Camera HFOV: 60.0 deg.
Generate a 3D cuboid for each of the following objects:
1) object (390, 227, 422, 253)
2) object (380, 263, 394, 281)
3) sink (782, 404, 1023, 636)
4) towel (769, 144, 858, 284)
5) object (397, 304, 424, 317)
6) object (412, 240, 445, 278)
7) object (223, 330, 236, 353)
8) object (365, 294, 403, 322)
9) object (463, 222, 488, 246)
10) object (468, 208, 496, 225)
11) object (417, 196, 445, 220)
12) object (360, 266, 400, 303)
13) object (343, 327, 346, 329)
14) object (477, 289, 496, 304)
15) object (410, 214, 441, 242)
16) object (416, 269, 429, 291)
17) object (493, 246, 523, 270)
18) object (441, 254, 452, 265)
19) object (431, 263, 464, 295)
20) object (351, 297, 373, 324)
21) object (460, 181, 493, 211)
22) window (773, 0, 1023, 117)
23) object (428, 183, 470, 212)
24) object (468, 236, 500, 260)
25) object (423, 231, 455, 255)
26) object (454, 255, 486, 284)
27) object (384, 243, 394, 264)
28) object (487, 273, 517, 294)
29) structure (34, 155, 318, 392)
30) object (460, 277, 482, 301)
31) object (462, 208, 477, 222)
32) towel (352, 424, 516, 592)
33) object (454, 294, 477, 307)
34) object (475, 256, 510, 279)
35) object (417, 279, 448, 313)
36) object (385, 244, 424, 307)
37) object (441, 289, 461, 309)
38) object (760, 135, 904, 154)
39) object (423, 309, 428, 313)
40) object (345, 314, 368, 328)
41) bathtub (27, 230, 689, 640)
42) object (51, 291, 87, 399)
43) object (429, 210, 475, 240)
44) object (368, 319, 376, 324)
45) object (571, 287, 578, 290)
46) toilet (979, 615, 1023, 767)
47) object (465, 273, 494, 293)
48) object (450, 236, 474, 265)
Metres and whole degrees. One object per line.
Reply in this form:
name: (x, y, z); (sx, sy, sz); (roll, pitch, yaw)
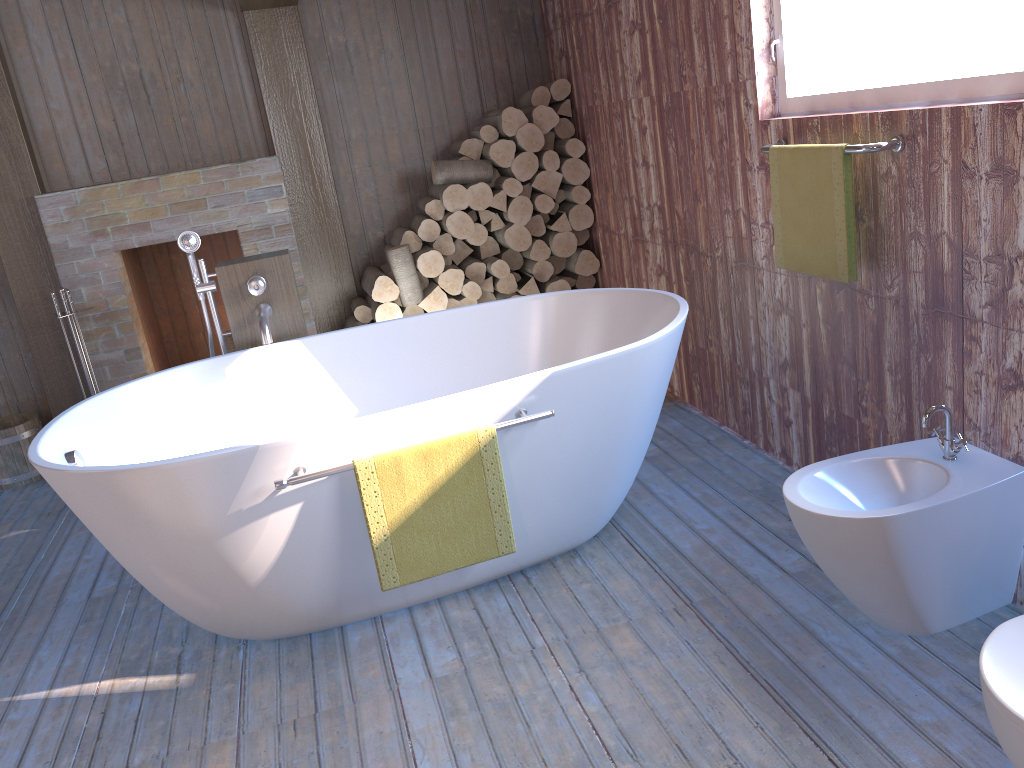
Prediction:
object: (-0.550, -0.745, 4.572); (0.114, 0.113, 0.301); (-14, 17, -14)
object: (-0.626, -0.584, 4.663); (0.099, 0.093, 0.280); (-13, 17, -11)
sink: (0.901, 0.323, 2.094); (0.515, 0.517, 0.335); (-13, 17, -11)
towel: (0.831, -0.481, 2.465); (0.032, 0.361, 0.370); (-13, 17, -11)
object: (-0.545, -0.398, 4.723); (0.115, 0.123, 0.291); (-13, 17, -11)
object: (-0.454, -0.648, 4.579); (0.138, 0.147, 0.440); (-13, 17, -11)
object: (-1.539, -0.081, 4.970); (0.098, 0.434, 0.283); (-13, 17, -13)
object: (-0.669, -0.390, 4.585); (0.137, 0.133, 0.437); (-13, 17, -13)
object: (-0.212, -0.792, 4.603); (0.115, 0.123, 0.291); (-13, 17, -11)
object: (-0.155, -0.881, 4.598); (0.088, 0.092, 0.280); (-13, 17, -11)
object: (-0.413, -0.900, 4.534); (0.106, 0.112, 0.282); (-13, 17, -11)
object: (-0.687, -0.517, 4.560); (0.139, 0.137, 0.455); (-13, 17, -13)
object: (-0.854, -0.240, 4.639); (0.085, 0.091, 0.280); (-13, 17, -12)
object: (-0.177, -0.480, 4.799); (0.121, 0.124, 0.291); (-13, 17, -11)
object: (-0.446, -0.800, 4.535); (0.115, 0.123, 0.291); (-13, 17, -11)
object: (-0.522, -0.563, 4.681); (0.121, 0.124, 0.291); (-13, 17, -11)
object: (-0.039, -0.686, 4.786); (0.116, 0.118, 0.289); (-14, 17, -14)
object: (-0.362, -0.656, 4.611); (0.064, 0.068, 0.174); (-13, 17, -12)
object: (-0.356, -0.568, 4.642); (0.139, 0.148, 0.458); (-13, 17, -11)
object: (-0.778, -0.385, 4.614); (0.101, 0.103, 0.242); (-13, 17, -11)
object: (-0.214, -0.978, 4.563); (0.138, 0.147, 0.440); (-13, 17, -11)
window: (0.967, -0.971, 2.133); (0.054, 0.587, 1.255); (-13, 17, -11)
object: (-0.326, -0.966, 4.536); (0.135, 0.145, 0.439); (-13, 17, -11)
object: (-0.154, -0.745, 4.740); (0.104, 0.127, 0.321); (-13, 17, -11)
object: (-0.381, -0.732, 4.587); (0.111, 0.113, 0.301); (-13, 17, -12)
object: (-0.218, -0.604, 4.657); (0.114, 0.120, 0.303); (-13, 17, -11)
object: (-0.600, -0.671, 4.650); (0.108, 0.113, 0.302); (-13, 17, -11)
object: (-0.068, -0.548, 4.712); (0.111, 0.113, 0.301); (-13, 17, -13)
structure: (-1.611, -0.398, 4.520); (1.130, 1.330, 0.226); (-13, 17, -12)
object: (-0.262, -0.518, 4.659); (0.098, 0.100, 0.437); (-13, 17, -13)
object: (-0.225, -0.869, 4.567); (0.057, 0.061, 0.156); (-13, 17, -12)
towel: (-0.191, 0.316, 2.269); (0.370, 0.361, 0.032); (-14, 17, -15)
object: (-0.265, -0.430, 4.695); (0.114, 0.120, 0.303); (-13, 17, -11)
object: (-0.119, -0.629, 4.672); (0.098, 0.100, 0.437); (-13, 17, -13)
object: (-0.460, -0.454, 4.652); (0.155, 0.174, 0.483); (-13, 17, -13)
object: (-0.529, -0.539, 4.404); (0.147, 0.298, 0.109); (-12, 17, -9)
object: (-0.335, -0.442, 4.659); (0.088, 0.092, 0.280); (-13, 17, -11)
object: (0.840, -0.645, 2.420); (0.091, 0.043, 0.581); (-13, 17, -11)
object: (-0.384, -0.324, 4.706); (0.151, 0.150, 0.483); (-13, 17, -13)
object: (-0.785, -0.275, 4.581); (0.117, 0.120, 0.370); (-13, 17, -13)
bathtub: (-0.407, 0.035, 2.749); (1.935, 1.109, 1.460); (-7, 17, 9)
object: (-2.102, -0.011, 4.176); (0.136, 0.846, 0.062); (-19, 19, -29)
object: (-0.315, -0.832, 4.567); (0.141, 0.143, 0.437); (-13, 17, -13)
object: (-0.682, -0.278, 4.602); (0.106, 0.104, 0.421); (-13, 17, -13)
object: (0.367, -0.455, 4.854); (0.147, 0.152, 0.439); (-13, 17, -11)
toilet: (0.991, 0.593, 1.351); (0.534, 0.400, 0.375); (-13, 17, -11)
object: (-0.175, -0.538, 4.685); (0.086, 0.089, 0.279); (-13, 17, -13)
object: (-0.299, -0.726, 4.704); (0.128, 0.150, 0.323); (-13, 17, -11)
